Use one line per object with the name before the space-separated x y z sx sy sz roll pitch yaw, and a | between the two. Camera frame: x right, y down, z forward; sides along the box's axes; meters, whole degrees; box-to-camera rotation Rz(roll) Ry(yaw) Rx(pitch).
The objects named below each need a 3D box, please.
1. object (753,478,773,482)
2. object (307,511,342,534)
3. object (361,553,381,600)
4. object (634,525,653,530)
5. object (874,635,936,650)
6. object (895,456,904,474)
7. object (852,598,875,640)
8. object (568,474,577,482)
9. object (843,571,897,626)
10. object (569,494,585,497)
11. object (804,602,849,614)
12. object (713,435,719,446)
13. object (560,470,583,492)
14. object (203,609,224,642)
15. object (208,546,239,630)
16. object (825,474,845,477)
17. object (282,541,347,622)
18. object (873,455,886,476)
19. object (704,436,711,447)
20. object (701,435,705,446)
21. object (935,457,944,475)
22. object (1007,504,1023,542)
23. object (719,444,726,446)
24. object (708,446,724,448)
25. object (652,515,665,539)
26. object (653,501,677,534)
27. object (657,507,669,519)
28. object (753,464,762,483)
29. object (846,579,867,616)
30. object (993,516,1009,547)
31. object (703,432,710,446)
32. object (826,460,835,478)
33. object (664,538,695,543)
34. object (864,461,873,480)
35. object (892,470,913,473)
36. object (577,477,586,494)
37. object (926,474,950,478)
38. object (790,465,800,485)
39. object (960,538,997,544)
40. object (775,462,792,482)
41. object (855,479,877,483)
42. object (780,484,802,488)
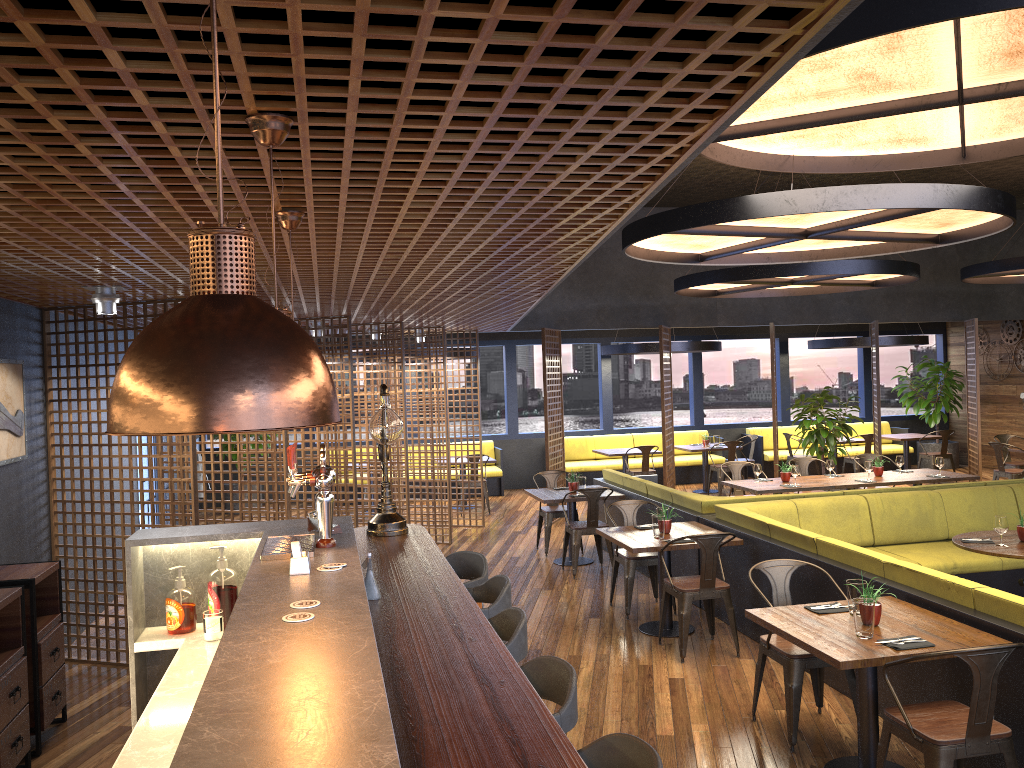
object | 2.897 1.101 10.199 0.157 0.019 0.255 -2 1 -12
object | -0.840 0.616 3.962 0.091 0.091 0.177 -2 1 -37
object | -0.641 0.854 3.953 0.114 0.203 0.069 -2 1 23
object | 1.157 1.187 7.404 0.255 0.019 0.157 -2 1 -12
object | 1.816 1.201 4.131 0.255 0.019 0.157 -2 1 -12
object | 4.565 0.950 10.435 0.097 0.206 0.097 -1 1 34
object | 1.685 1.125 4.245 0.102 0.178 0.102 -2 1 24
object | 0.678 1.095 9.908 0.102 0.178 0.102 -2 1 4
object | 1.786 1.073 4.445 0.238 0.271 0.260 -2 1 10
object | 0.698 1.180 9.422 0.255 0.019 0.157 -2 1 -12
object | 1.716 1.198 4.762 0.255 0.019 0.157 -2 1 -12
object | 3.418 0.950 14.820 0.102 0.178 0.102 -2 1 -26
object | 0.681 1.051 9.731 0.260 0.271 0.238 -2 1 -10
object | -1.330 1.075 3.952 0.088 0.123 0.088 -2 1 -6
object | -1.334 0.942 4.096 0.133 0.385 0.133 -2 1 27
object | 3.785 1.070 10.386 0.157 0.019 0.255 -2 1 -12
object | -0.633 0.614 2.883 0.200 0.106 0.766 -2 1 -12
object | 4.222 0.928 10.236 0.238 0.271 0.260 -2 1 10
object | 3.238 0.957 14.683 0.102 0.178 0.102 -2 1 -26
object | 3.260 0.953 15.042 0.102 0.178 0.102 -2 1 -26
object | 4.901 0.942 10.159 0.097 0.206 0.097 -1 1 34
object | 3.664 0.990 6.334 0.238 0.271 0.260 -2 1 10
object | 3.565 1.024 14.904 0.157 0.019 0.255 -2 1 -12
object | 3.324 1.036 14.540 0.255 0.019 0.157 -2 1 -12
object | 1.141 1.113 6.896 0.102 0.178 0.102 -2 1 -26
object | 1.235 1.061 7.112 0.260 0.271 0.238 -2 1 -10
object | 1.237 1.106 7.259 0.102 0.178 0.102 -2 1 -26
object | 2.788 1.013 10.059 0.097 0.206 0.097 -1 1 34
object | 1.796 1.117 4.617 0.102 0.178 0.102 -2 1 -26
object | 3.438 1.034 6.236 0.097 0.206 0.097 -2 1 30
object | 3.259 0.908 14.866 0.238 0.271 0.260 -2 1 10
object | 3.676 0.981 10.247 0.097 0.206 0.097 -1 1 34
object | 1.257 1.191 6.773 0.255 0.019 0.157 -2 1 -12
object | 4.012 0.973 9.972 0.097 0.206 0.097 -1 1 34
object | 4.674 1.038 10.574 0.157 0.019 0.255 -2 1 -12
object | 0.753 1.096 9.596 0.102 0.178 0.102 -2 1 -6
object | 4.798 1.040 10.022 0.157 0.019 0.255 -2 1 -12
object | 3.124 1.005 9.784 0.097 0.206 0.097 -1 1 34
object | 3.380 1.128 6.400 0.255 0.019 0.157 -2 1 20
object | 3.073 0.969 9.993 0.238 0.271 0.260 -2 1 10
object | 3.909 1.072 9.835 0.157 0.019 0.255 -2 1 -12
object | 3.021 1.103 9.647 0.157 0.019 0.255 -2 1 -12
